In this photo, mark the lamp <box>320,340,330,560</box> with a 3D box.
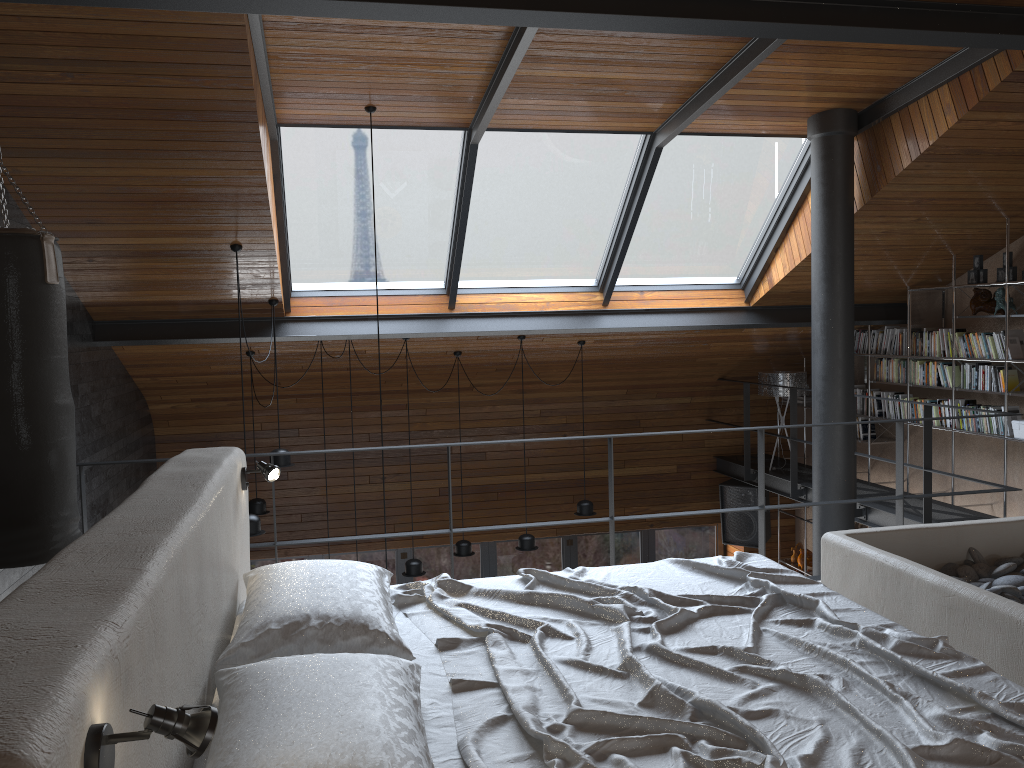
[{"bbox_3d":[-1.540,0.594,7.315,0.210,2.036,0.210,0,4,25],"label":"lamp"}]

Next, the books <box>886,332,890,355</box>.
[{"bbox_3d":[3.497,-0.377,8.078,0.164,0.214,0.066,-2,4,-12],"label":"books"}]

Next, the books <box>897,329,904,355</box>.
[{"bbox_3d":[3.521,-0.378,7.939,0.148,0.234,0.033,-2,4,-12],"label":"books"}]

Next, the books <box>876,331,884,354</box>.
[{"bbox_3d":[3.450,-0.385,8.217,0.133,0.215,0.070,-2,4,-12],"label":"books"}]

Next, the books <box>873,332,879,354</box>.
[{"bbox_3d":[3.441,-0.382,8.260,0.131,0.202,0.068,-2,4,-12],"label":"books"}]

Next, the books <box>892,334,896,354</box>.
[{"bbox_3d":[3.502,-0.360,7.999,0.131,0.178,0.057,-2,4,-12],"label":"books"}]

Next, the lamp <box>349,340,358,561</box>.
[{"bbox_3d":[-1.286,0.666,7.210,0.210,2.273,0.210,0,4,25],"label":"lamp"}]

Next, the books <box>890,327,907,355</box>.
[{"bbox_3d":[3.530,-0.391,8.032,0.191,0.249,0.077,-2,4,-12],"label":"books"}]

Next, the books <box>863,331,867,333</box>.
[{"bbox_3d":[3.420,-0.401,8.466,0.177,0.214,0.064,-2,4,-12],"label":"books"}]

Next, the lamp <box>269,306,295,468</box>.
[{"bbox_3d":[-1.758,0.012,6.634,0.210,1.206,0.210,0,4,25],"label":"lamp"}]

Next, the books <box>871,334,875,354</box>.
[{"bbox_3d":[3.433,-0.379,8.289,0.138,0.189,0.065,-2,4,-12],"label":"books"}]

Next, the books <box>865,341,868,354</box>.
[{"bbox_3d":[3.401,-0.373,8.373,0.112,0.173,0.054,-2,4,-12],"label":"books"}]

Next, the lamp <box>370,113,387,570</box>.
[{"bbox_3d":[-0.835,-0.090,5.598,0.210,3.208,0.210,-1,4,10],"label":"lamp"}]

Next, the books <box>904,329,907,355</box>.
[{"bbox_3d":[3.543,-0.374,7.867,0.148,0.234,0.013,-2,4,-12],"label":"books"}]

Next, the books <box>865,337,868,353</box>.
[{"bbox_3d":[3.405,-0.377,8.383,0.117,0.180,0.059,-2,4,-12],"label":"books"}]

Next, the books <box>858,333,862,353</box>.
[{"bbox_3d":[3.389,-0.392,8.494,0.127,0.197,0.063,-2,4,-12],"label":"books"}]

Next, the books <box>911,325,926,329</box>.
[{"bbox_3d":[3.560,-0.386,7.780,0.143,0.268,0.020,-2,4,-12],"label":"books"}]

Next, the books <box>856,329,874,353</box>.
[{"bbox_3d":[3.391,-0.413,8.526,0.143,0.233,0.081,-2,4,-12],"label":"books"}]

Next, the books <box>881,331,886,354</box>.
[{"bbox_3d":[3.466,-0.381,8.150,0.118,0.218,0.073,-2,4,-12],"label":"books"}]

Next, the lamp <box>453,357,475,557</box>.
[{"bbox_3d":[-0.472,0.572,8.134,0.210,2.002,0.210,0,4,25],"label":"lamp"}]

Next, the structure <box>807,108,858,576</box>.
[{"bbox_3d":[2.325,0.978,6.031,1.197,5.699,1.689,-2,4,-12],"label":"structure"}]

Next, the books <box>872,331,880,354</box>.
[{"bbox_3d":[3.438,-0.388,8.272,0.137,0.213,0.068,-2,4,-12],"label":"books"}]

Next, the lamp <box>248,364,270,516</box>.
[{"bbox_3d":[-2.209,0.429,7.591,0.210,1.369,0.210,0,4,25],"label":"lamp"}]

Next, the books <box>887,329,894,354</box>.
[{"bbox_3d":[3.479,-0.387,8.035,0.148,0.229,0.073,-2,4,-12],"label":"books"}]

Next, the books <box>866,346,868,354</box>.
[{"bbox_3d":[3.403,-0.372,8.356,0.112,0.174,0.054,-2,4,-12],"label":"books"}]

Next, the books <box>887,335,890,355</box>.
[{"bbox_3d":[3.500,-0.377,8.068,0.170,0.214,0.065,-2,4,-11],"label":"books"}]

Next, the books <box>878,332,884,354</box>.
[{"bbox_3d":[3.458,-0.377,8.189,0.123,0.201,0.071,-2,4,-12],"label":"books"}]

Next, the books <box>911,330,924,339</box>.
[{"bbox_3d":[3.546,-0.366,7.762,0.129,0.231,0.010,-2,4,-12],"label":"books"}]

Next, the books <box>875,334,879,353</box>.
[{"bbox_3d":[3.451,-0.376,8.248,0.120,0.186,0.064,-2,4,-12],"label":"books"}]

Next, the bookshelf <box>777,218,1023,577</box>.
[{"bbox_3d":[4.308,0.748,4.766,0.421,6.219,10.739,-2,4,-12],"label":"bookshelf"}]

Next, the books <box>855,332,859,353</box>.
[{"bbox_3d":[3.392,-0.400,8.561,0.146,0.208,0.071,-2,4,-12],"label":"books"}]

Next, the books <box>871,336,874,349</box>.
[{"bbox_3d":[3.417,-0.369,8.303,0.112,0.173,0.054,-2,4,-12],"label":"books"}]

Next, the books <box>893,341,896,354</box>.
[{"bbox_3d":[3.514,-0.369,7.988,0.137,0.197,0.063,-2,4,-12],"label":"books"}]

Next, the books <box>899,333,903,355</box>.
[{"bbox_3d":[3.524,-0.359,7.917,0.143,0.199,0.019,-2,4,-12],"label":"books"}]

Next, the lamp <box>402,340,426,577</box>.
[{"bbox_3d":[-0.877,0.631,7.629,0.210,2.034,0.210,0,4,25],"label":"lamp"}]

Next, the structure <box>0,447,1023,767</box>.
[{"bbox_3d":[1.250,0.780,2.635,4.614,1.120,2.634,-2,4,-12],"label":"structure"}]

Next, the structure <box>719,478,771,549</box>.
[{"bbox_3d":[2.610,1.412,9.820,0.461,0.735,0.488,1,5,38],"label":"structure"}]

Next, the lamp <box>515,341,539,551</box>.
[{"bbox_3d":[0.110,0.525,7.924,0.210,1.911,0.210,0,4,25],"label":"lamp"}]

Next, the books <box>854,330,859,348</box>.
[{"bbox_3d":[3.389,-0.412,8.596,0.160,0.228,0.080,-2,4,-12],"label":"books"}]

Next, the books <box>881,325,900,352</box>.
[{"bbox_3d":[3.481,-0.405,8.163,0.143,0.264,0.088,-2,4,-12],"label":"books"}]

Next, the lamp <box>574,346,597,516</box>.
[{"bbox_3d":[0.662,0.427,8.199,0.210,1.565,0.210,0,4,25],"label":"lamp"}]

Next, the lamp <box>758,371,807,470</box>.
[{"bbox_3d":[2.782,0.376,9.115,0.475,1.002,0.475,-1,4,12],"label":"lamp"}]

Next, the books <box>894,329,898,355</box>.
[{"bbox_3d":[3.511,-0.378,7.960,0.148,0.233,0.053,-2,4,-12],"label":"books"}]

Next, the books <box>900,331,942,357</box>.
[{"bbox_3d":[3.562,-0.351,7.654,0.131,0.216,0.509,-2,4,-12],"label":"books"}]

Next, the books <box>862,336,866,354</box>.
[{"bbox_3d":[3.394,-0.374,8.433,0.119,0.169,0.058,-2,4,-12],"label":"books"}]

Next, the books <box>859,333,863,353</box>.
[{"bbox_3d":[3.400,-0.391,8.477,0.139,0.199,0.074,-2,4,-12],"label":"books"}]

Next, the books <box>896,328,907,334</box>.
[{"bbox_3d":[3.518,-0.386,8.003,0.148,0.229,0.073,-2,4,-12],"label":"books"}]

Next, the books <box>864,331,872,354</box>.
[{"bbox_3d":[3.422,-0.397,8.395,0.161,0.220,0.074,-2,4,-12],"label":"books"}]

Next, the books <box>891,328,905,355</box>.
[{"bbox_3d":[3.537,-0.388,8.022,0.191,0.244,0.075,-2,4,-12],"label":"books"}]

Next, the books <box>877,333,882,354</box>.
[{"bbox_3d":[3.456,-0.373,8.207,0.126,0.194,0.064,-2,4,-12],"label":"books"}]

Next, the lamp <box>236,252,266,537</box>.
[{"bbox_3d":[-1.757,0.061,5.789,0.210,1.853,0.210,0,4,25],"label":"lamp"}]

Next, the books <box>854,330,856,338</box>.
[{"bbox_3d":[3.384,-0.415,8.623,0.148,0.229,0.073,-2,4,-12],"label":"books"}]

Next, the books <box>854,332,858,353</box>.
[{"bbox_3d":[3.377,-0.398,8.571,0.130,0.202,0.063,-2,4,-12],"label":"books"}]

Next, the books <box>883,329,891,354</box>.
[{"bbox_3d":[3.469,-0.390,8.080,0.148,0.229,0.073,-2,4,-12],"label":"books"}]

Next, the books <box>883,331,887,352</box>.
[{"bbox_3d":[3.481,-0.378,8.119,0.155,0.212,0.073,-2,4,-12],"label":"books"}]

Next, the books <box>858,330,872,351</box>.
[{"bbox_3d":[3.398,-0.408,8.513,0.129,0.226,0.069,-2,4,-12],"label":"books"}]
